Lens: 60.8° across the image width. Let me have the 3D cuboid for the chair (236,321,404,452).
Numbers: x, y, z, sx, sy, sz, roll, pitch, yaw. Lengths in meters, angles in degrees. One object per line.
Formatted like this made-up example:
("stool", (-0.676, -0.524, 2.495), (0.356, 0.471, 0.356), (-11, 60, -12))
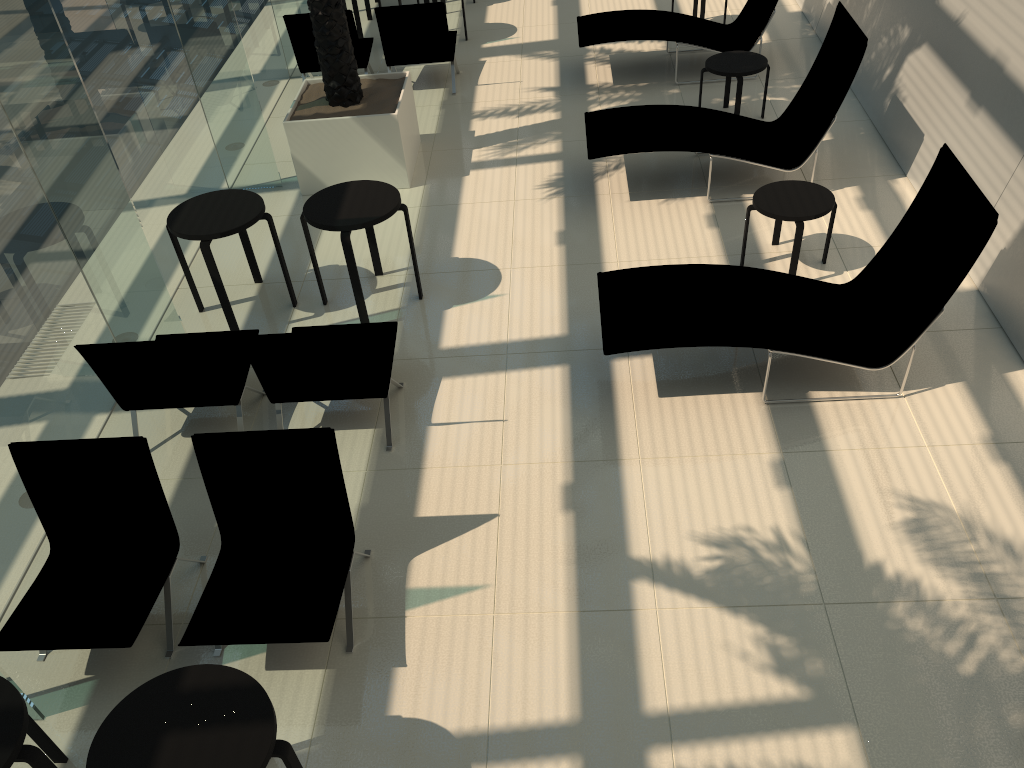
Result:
("chair", (-1.122, -0.191, 5.381), (0.716, 0.965, 0.810), (-2, 42, 4))

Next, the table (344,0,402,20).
("table", (-1.858, -5.241, 11.238), (0.651, 0.848, 0.649), (31, 53, 34))

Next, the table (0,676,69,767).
("table", (-2.140, 1.663, 3.530), (0.654, 0.848, 0.646), (-33, 48, -27))

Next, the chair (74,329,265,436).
("chair", (-2.052, -0.144, 5.452), (0.716, 0.965, 0.810), (-2, 42, 4))

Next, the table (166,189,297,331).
("table", (-2.045, -0.894, 6.386), (0.656, 0.848, 0.645), (26, 51, 31))

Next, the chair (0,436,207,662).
("chair", (-2.109, 0.896, 4.293), (0.716, 0.965, 0.810), (-2, 42, 4))

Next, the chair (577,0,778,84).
("chair", (1.684, -3.823, 8.852), (2.037, 1.257, 0.842), (-3, 42, 4))

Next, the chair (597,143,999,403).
("chair", (1.553, -0.624, 5.280), (2.037, 1.257, 0.842), (-3, 42, 4))

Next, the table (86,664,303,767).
("table", (-1.174, 1.614, 3.456), (0.654, 0.848, 0.646), (-33, 48, -27))

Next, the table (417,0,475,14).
("table", (-0.892, -5.290, 11.165), (0.651, 0.848, 0.649), (31, 53, 34))

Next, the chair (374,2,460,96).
("chair", (-0.980, -3.676, 9.273), (0.716, 0.965, 0.810), (-2, 42, 4))

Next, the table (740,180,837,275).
("table", (1.990, -1.092, 6.283), (0.530, 0.562, 0.529), (31, 53, 34))

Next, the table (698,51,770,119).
("table", (2.056, -2.716, 8.096), (0.530, 0.562, 0.529), (31, 53, 34))

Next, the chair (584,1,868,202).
("chair", (1.620, -2.248, 7.093), (2.037, 1.257, 0.842), (-3, 42, 4))

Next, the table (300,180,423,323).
("table", (-1.079, -0.943, 6.313), (0.656, 0.848, 0.645), (26, 51, 31))

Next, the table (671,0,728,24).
("table", (2.121, -4.291, 9.855), (0.534, 0.562, 0.525), (26, 51, 31))

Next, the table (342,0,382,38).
("table", (-1.903, -4.364, 10.261), (0.656, 0.848, 0.645), (26, 51, 31))

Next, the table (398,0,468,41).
("table", (-0.937, -4.413, 10.187), (0.656, 0.848, 0.645), (26, 51, 31))

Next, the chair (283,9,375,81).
("chair", (-1.909, -3.629, 9.344), (0.716, 0.965, 0.810), (-2, 42, 4))

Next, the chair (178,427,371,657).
("chair", (-1.179, 0.849, 4.222), (0.716, 0.965, 0.810), (-2, 42, 4))

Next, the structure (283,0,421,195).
("structure", (-1.709, -4.778, 5.590), (4.822, 7.613, 4.066), (-7, 42, -1))
